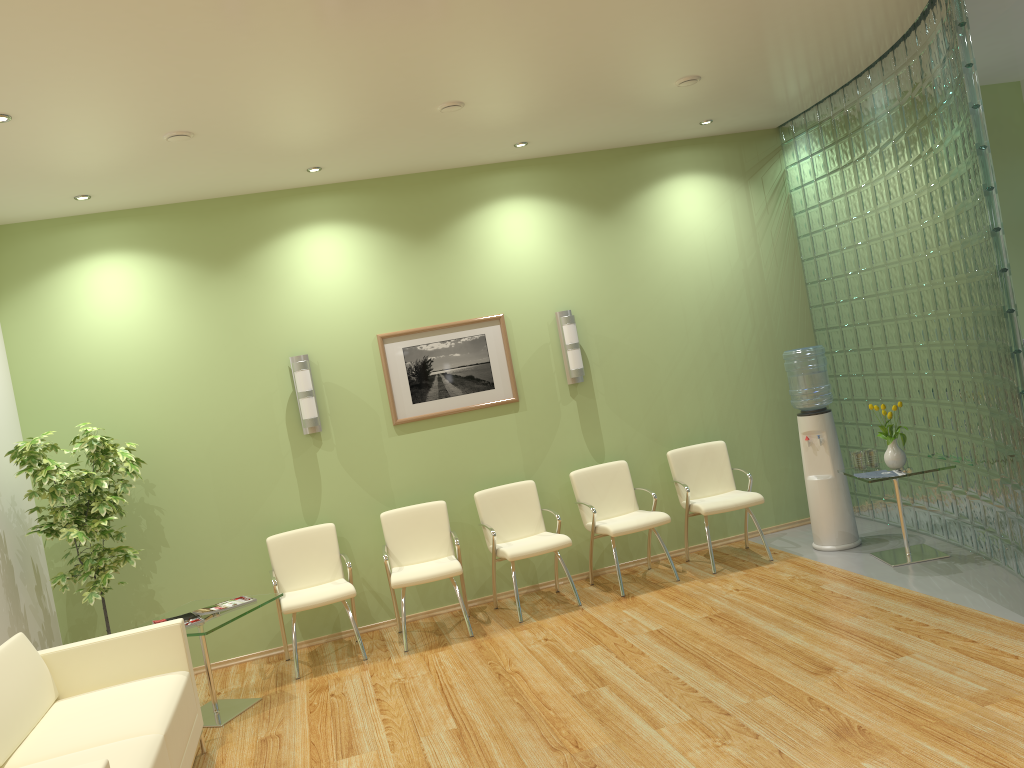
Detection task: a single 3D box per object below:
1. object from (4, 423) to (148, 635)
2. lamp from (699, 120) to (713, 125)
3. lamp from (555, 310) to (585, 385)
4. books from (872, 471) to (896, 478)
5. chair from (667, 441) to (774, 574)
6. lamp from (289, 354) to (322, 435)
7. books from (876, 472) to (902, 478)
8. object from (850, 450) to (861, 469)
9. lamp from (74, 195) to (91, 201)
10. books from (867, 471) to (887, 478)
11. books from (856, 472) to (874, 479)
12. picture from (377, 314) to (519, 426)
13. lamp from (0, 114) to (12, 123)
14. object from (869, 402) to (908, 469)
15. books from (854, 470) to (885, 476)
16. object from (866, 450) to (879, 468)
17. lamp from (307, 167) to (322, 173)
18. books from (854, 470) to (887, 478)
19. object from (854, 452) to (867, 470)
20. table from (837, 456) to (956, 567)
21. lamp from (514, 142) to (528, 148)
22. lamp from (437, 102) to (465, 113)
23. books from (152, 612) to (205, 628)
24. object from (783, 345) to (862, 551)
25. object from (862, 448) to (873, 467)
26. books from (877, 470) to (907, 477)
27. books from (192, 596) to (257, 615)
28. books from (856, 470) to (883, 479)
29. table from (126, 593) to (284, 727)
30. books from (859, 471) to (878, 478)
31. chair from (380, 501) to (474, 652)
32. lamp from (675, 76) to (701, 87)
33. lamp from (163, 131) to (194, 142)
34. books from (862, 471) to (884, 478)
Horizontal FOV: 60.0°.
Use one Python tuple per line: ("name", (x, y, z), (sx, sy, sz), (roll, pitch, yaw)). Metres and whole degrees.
("object", (-2.637, 1.193, 5.664), (0.668, 1.900, 0.943), (-10, 1, -5))
("lamp", (1.499, -2.016, 6.842), (0.105, 0.011, 0.105), (-11, 1, -33))
("lamp", (0.466, -0.293, 6.980), (0.134, 0.580, 0.142), (-11, 1, -14))
("books", (2.484, 0.599, 5.894), (0.150, 0.004, 0.210), (-10, 1, 31))
("chair", (1.585, 0.920, 6.819), (0.536, 0.881, 0.650), (-10, 1, -9))
("lamp", (-1.509, 0.076, 6.495), (0.134, 0.580, 0.142), (-11, 1, -14))
("books", (2.500, 0.596, 5.886), (0.150, 0.004, 0.210), (-10, 1, 21))
("object", (2.451, 0.538, 6.302), (0.071, 0.119, 0.072), (-11, 1, -14))
("lamp", (-2.801, -1.213, 5.786), (0.105, 0.011, 0.105), (-10, 1, 12))
("books", (2.469, 0.602, 5.905), (0.150, 0.004, 0.210), (-9, 2, 41))
("books", (2.439, 0.606, 5.951), (0.210, 0.004, 0.150), (-11, 1, -19))
("picture", (-0.481, -0.117, 6.808), (1.000, 0.700, 0.025), (-11, 1, -14))
("lamp", (-2.412, -1.248, 4.175), (0.105, 0.011, 0.105), (-10, 1, 20))
("object", (2.587, 0.346, 6.049), (0.219, 0.459, 0.201), (-10, 1, 16))
("books", (2.434, 0.606, 5.987), (0.210, 0.004, 0.150), (-10, 1, 1))
("object", (2.531, 0.525, 6.214), (0.071, 0.119, 0.072), (-11, 1, -14))
("lamp", (-1.368, -1.481, 6.138), (0.105, 0.011, 0.105), (-11, 1, -33))
("books", (2.436, 0.606, 6.005), (0.210, 0.004, 0.150), (-10, 1, 11))
("object", (2.448, 0.540, 6.218), (0.071, 0.119, 0.072), (-11, 1, -14))
("table", (2.670, 0.876, 6.081), (0.581, 0.614, 0.581), (-10, 1, 1))
("lamp", (0.065, -1.749, 6.490), (0.105, 0.011, 0.105), (-11, 1, -33))
("lamp", (-0.362, -1.638, 5.275), (0.167, 0.024, 0.167), (-9, 2, 37))
("books", (-1.984, 1.410, 5.264), (0.230, 0.031, 0.328), (-11, 1, -33))
("object", (2.315, 0.474, 6.663), (0.353, 1.506, 0.353), (-10, 1, -7))
("object", (2.534, 0.523, 6.295), (0.071, 0.119, 0.072), (-11, 1, -14))
("books", (2.517, 0.593, 5.881), (0.150, 0.004, 0.210), (-10, 1, 11))
("books", (-1.781, 1.368, 5.492), (0.328, 0.031, 0.230), (-11, 2, -38))
("books", (2.435, 0.607, 5.968), (0.210, 0.004, 0.150), (-10, 1, -9))
("table", (-1.856, 1.711, 5.414), (0.736, 0.614, 0.736), (-10, 1, 21))
("books", (2.447, 0.605, 5.934), (0.210, 0.004, 0.150), (-11, 1, -29))
("chair", (-0.614, 1.331, 6.282), (0.536, 0.881, 0.650), (-10, 1, -9))
("lamp", (1.121, -1.915, 5.638), (0.167, 0.024, 0.167), (-11, 1, -30))
("lamp", (-1.844, -1.361, 4.911), (0.167, 0.024, 0.167), (-9, 2, 37))
("books", (2.457, 0.604, 5.919), (0.210, 0.004, 0.150), (-11, 2, -39))
